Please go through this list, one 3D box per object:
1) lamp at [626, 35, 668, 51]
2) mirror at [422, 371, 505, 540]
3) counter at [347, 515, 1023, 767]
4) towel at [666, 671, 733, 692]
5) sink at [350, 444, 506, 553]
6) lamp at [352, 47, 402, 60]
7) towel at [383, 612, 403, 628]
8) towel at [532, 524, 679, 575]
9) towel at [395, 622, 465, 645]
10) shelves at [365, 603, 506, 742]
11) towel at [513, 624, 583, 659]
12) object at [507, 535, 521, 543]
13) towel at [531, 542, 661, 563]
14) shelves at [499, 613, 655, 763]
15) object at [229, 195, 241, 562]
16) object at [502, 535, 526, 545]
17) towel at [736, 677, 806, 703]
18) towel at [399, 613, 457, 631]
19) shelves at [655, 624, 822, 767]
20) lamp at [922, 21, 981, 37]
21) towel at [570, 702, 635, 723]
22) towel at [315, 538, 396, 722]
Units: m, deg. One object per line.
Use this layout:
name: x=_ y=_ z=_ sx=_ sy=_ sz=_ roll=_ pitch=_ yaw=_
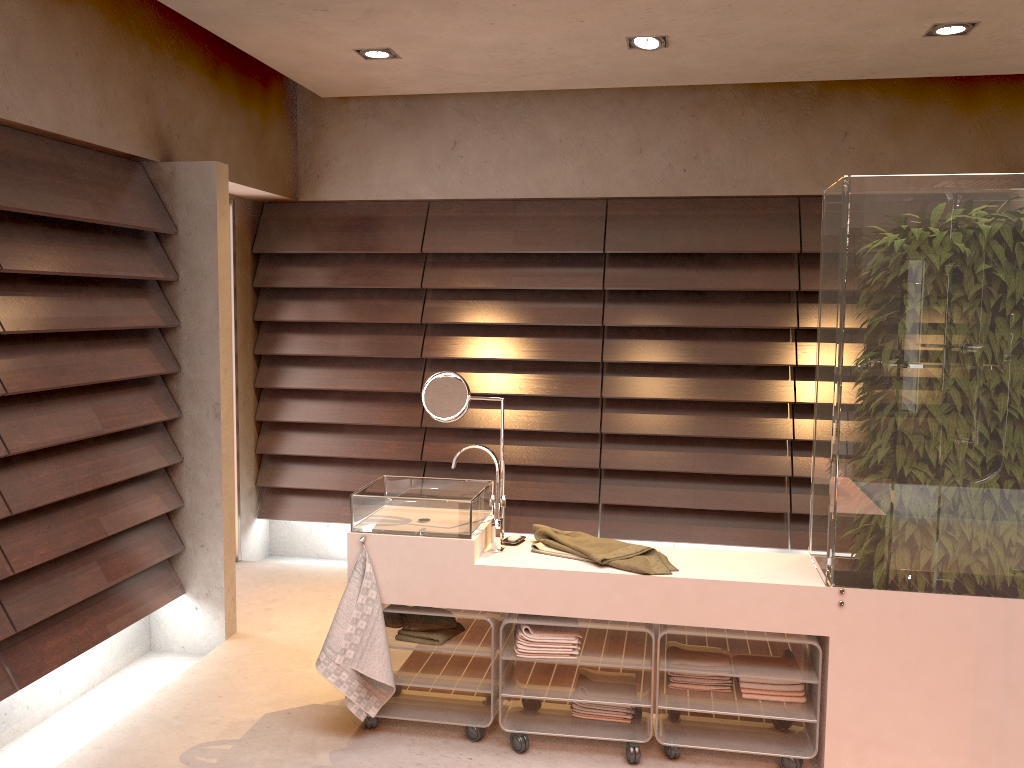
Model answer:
lamp: x=0.549 y=-1.402 z=3.598 sx=0.165 sy=0.068 sz=0.170 roll=2 pitch=5 yaw=10
mirror: x=-0.173 y=0.249 z=3.166 sx=0.316 sy=0.589 sz=0.074 roll=2 pitch=5 yaw=13
counter: x=0.931 y=0.851 z=2.835 sx=2.931 sy=0.686 sz=0.350 roll=2 pitch=5 yaw=10
towel: x=0.627 y=0.937 z=2.965 sx=0.220 sy=0.098 sz=0.221 roll=1 pitch=5 yaw=9
sink: x=-0.260 y=0.378 z=3.014 sx=0.486 sy=0.357 sz=0.340 roll=2 pitch=5 yaw=10
lamp: x=-0.578 y=-1.438 z=3.804 sx=0.165 sy=0.051 sz=0.170 roll=2 pitch=5 yaw=10
towel: x=-0.368 y=0.818 z=3.138 sx=0.180 sy=0.040 sz=0.196 roll=3 pitch=6 yaw=24
towel: x=0.313 y=0.539 z=2.957 sx=0.258 sy=0.057 sz=0.571 roll=-3 pitch=7 yaw=-38
towel: x=-0.280 y=0.833 z=3.017 sx=0.206 sy=0.034 sz=0.198 roll=2 pitch=5 yaw=19
shelves: x=-0.266 y=0.943 z=3.075 sx=0.487 sy=0.436 sz=0.368 roll=2 pitch=5 yaw=10
towel: x=0.115 y=0.814 z=2.912 sx=0.221 sy=0.098 sz=0.220 roll=1 pitch=5 yaw=-1
object: x=0.007 y=0.540 z=3.096 sx=0.035 sy=0.016 sz=0.066 roll=3 pitch=6 yaw=22
towel: x=0.277 y=0.554 z=2.961 sx=0.394 sy=0.027 sz=0.202 roll=4 pitch=6 yaw=30
shelves: x=0.223 y=0.959 z=2.955 sx=0.487 sy=0.436 sz=0.368 roll=1 pitch=5 yaw=8
object: x=-1.633 y=0.028 z=4.364 sx=0.090 sy=2.000 sz=1.007 roll=2 pitch=5 yaw=10
object: x=0.008 y=0.546 z=3.097 sx=0.065 sy=0.011 sz=0.108 roll=3 pitch=6 yaw=24
towel: x=0.837 y=0.945 z=2.897 sx=0.221 sy=0.098 sz=0.220 roll=1 pitch=5 yaw=9
towel: x=-0.292 y=0.815 z=3.064 sx=0.192 sy=0.062 sz=0.192 roll=0 pitch=5 yaw=-11
shelves: x=0.721 y=0.970 z=2.895 sx=0.487 sy=0.436 sz=0.368 roll=2 pitch=5 yaw=10
lamp: x=1.679 y=-1.378 z=3.391 sx=0.165 sy=0.051 sz=0.170 roll=2 pitch=5 yaw=10
towel: x=0.314 y=1.049 z=3.012 sx=0.221 sy=0.098 sz=0.220 roll=1 pitch=5 yaw=9
towel: x=-0.505 y=0.797 z=2.868 sx=0.252 sy=0.598 sz=0.121 roll=0 pitch=5 yaw=-6
